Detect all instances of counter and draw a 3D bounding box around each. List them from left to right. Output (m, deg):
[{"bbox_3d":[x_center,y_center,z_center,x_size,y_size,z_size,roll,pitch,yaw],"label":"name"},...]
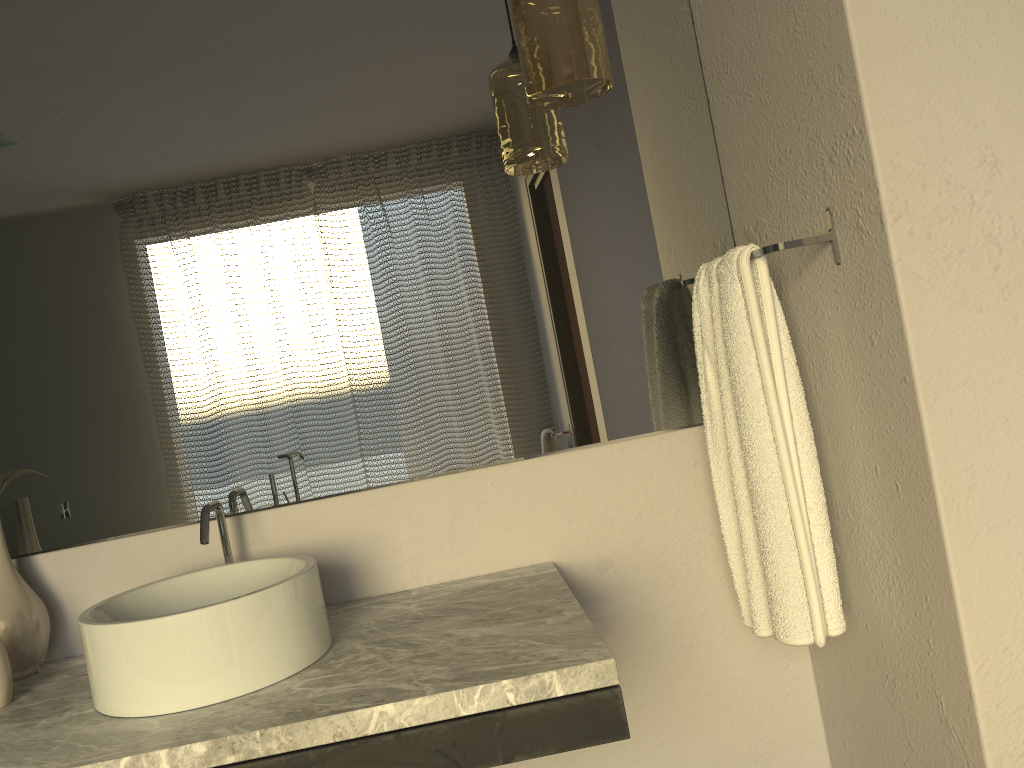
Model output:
[{"bbox_3d":[-0.996,0.595,1.336,2.255,0.101,0.588,-11,1,-2],"label":"counter"}]

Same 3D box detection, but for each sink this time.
[{"bbox_3d":[-0.468,0.376,1.368,0.350,0.131,0.364,-11,1,-26],"label":"sink"}]

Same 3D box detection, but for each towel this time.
[{"bbox_3d":[0.400,0.100,1.444,0.163,0.636,0.254,-11,1,14],"label":"towel"}]

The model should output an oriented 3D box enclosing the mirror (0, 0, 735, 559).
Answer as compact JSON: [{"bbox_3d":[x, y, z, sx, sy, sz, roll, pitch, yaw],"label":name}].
[{"bbox_3d":[-1.625,-0.130,1.599,4.071,1.152,0.017,-11,0,-2],"label":"mirror"}]

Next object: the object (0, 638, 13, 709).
[{"bbox_3d":[-0.833,0.432,1.394,0.069,0.158,0.072,-11,1,-21],"label":"object"}]

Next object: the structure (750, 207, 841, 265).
[{"bbox_3d":[0.403,-0.205,1.453,0.102,0.088,0.370,-11,1,-5],"label":"structure"}]

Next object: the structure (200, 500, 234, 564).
[{"bbox_3d":[-0.520,0.327,1.531,0.066,0.242,0.164,-11,1,-1],"label":"structure"}]

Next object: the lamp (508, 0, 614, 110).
[{"bbox_3d":[0.013,-0.889,1.414,0.142,0.867,0.135,-10,1,39],"label":"lamp"}]

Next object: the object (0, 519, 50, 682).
[{"bbox_3d":[-0.914,0.372,1.505,0.122,0.305,0.235,-11,1,22],"label":"object"}]
